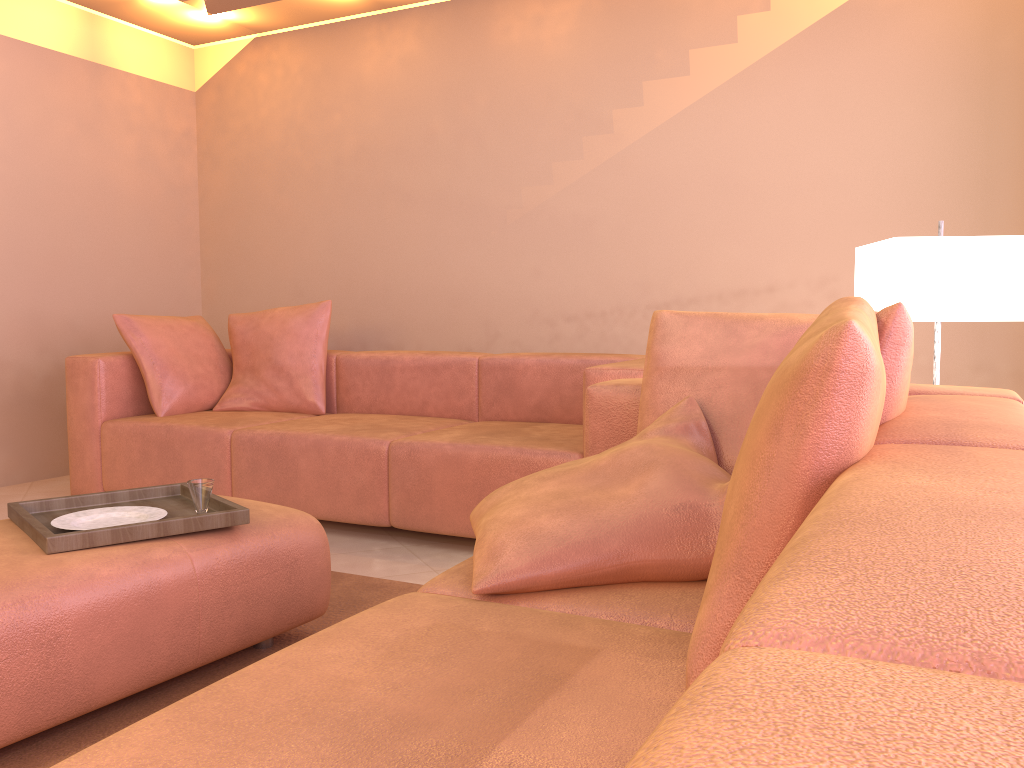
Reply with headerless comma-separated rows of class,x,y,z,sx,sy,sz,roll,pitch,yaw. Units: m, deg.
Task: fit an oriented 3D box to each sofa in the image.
sofa,-0.584,0.205,3.783,2.781,0.672,0.943,2,5,26
sofa,0.072,0.411,0.911,0.943,0.672,2.781,2,5,26

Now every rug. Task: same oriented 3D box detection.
rug,-1.417,0.687,1.817,1.833,0.005,2.626,2,5,26

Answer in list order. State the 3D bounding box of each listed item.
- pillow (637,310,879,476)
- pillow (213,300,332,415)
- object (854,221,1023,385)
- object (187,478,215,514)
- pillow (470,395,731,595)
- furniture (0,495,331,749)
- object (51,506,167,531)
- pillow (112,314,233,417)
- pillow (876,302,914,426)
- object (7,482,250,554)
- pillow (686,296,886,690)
pillow,0.507,0.072,1.836,0.519,0.455,0.314,2,5,23
pillow,-1.113,-0.131,4.183,0.582,0.528,0.302,0,4,10
object,1.140,-0.034,2.381,0.344,0.799,0.344,0,4,5
object,-0.719,0.269,2.051,0.061,0.091,0.061,1,4,11
pillow,0.175,0.182,1.626,0.514,0.292,0.517,-1,4,-4
furniture,-1.073,0.481,1.889,0.685,0.301,1.291,2,5,31
object,-0.906,0.309,2.002,0.240,0.018,0.240,-1,4,-10
pillow,-1.541,-0.088,4.189,0.335,0.486,0.554,2,5,23
pillow,0.542,0.091,1.486,0.255,0.446,0.492,0,4,10
object,-0.899,0.301,2.068,0.421,0.034,0.436,-4,5,-38
pillow,0.363,0.119,1.138,0.211,0.468,0.470,1,4,22
